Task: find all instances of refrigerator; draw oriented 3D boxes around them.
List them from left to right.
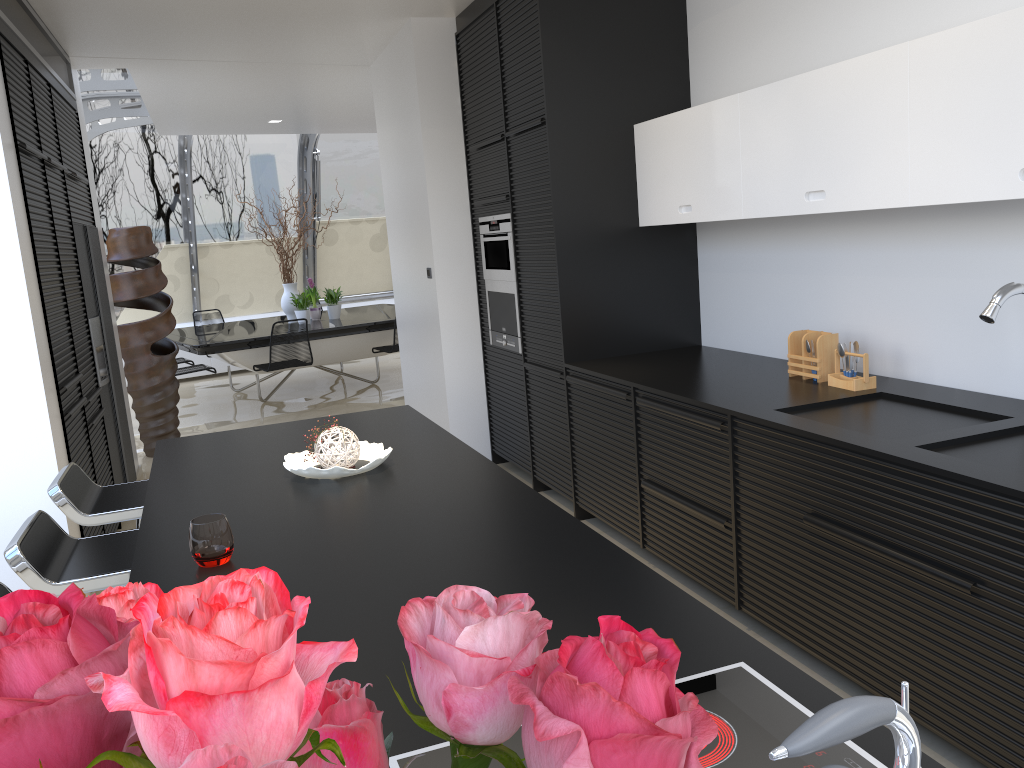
[{"bbox_3d":[-2.647,-0.110,5.574,0.234,1.742,1.006,-8,10,-18],"label":"refrigerator"}]

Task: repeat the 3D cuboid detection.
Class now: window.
[{"bbox_3d":[2.524,-1.342,7.288,16.171,3.674,16.693,-9,11,-25],"label":"window"}]

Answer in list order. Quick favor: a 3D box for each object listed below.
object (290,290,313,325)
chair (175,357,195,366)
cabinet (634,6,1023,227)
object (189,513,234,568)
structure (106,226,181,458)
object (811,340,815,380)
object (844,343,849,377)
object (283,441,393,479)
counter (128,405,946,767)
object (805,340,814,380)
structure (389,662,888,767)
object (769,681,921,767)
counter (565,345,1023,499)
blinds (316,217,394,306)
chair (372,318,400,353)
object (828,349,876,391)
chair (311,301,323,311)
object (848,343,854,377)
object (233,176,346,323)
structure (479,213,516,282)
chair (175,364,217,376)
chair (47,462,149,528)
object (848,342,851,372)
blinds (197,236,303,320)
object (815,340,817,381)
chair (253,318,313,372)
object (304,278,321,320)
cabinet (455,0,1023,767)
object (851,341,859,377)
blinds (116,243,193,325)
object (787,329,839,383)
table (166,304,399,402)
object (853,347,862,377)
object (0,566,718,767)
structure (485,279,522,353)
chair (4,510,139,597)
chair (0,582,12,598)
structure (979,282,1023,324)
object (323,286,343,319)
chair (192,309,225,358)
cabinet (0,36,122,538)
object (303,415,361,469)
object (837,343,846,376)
[{"bbox_3d":[-2.248,-0.825,9.504,0.284,0.369,0.215,-4,10,6],"label":"object"},{"bbox_3d":[-3.868,-0.416,9.597,0.688,0.519,0.446,-11,11,-31],"label":"chair"},{"bbox_3d":[1.432,-0.851,2.896,0.343,0.515,3.741,-8,10,-19],"label":"cabinet"},{"bbox_3d":[-0.684,0.357,2.016,0.095,0.106,0.095,-8,10,-20],"label":"object"},{"bbox_3d":[-2.928,-0.324,7.103,0.493,1.843,0.498,-8,10,-20],"label":"structure"},{"bbox_3d":[1.219,-0.081,3.574,0.020,0.196,0.018,-4,10,4],"label":"object"},{"bbox_3d":[1.299,-0.062,3.431,0.020,0.196,0.018,-6,10,-8],"label":"object"},{"bbox_3d":[-0.544,0.250,2.796,0.334,0.078,0.329,-11,11,-31],"label":"object"},{"bbox_3d":[-0.276,0.413,1.852,1.006,0.018,3.800,-8,10,-19],"label":"counter"},{"bbox_3d":[1.206,-0.085,3.584,0.042,0.192,0.040,1,11,32],"label":"object"},{"bbox_3d":[0.204,0.529,0.991,0.562,0.041,0.640,-8,10,-19],"label":"structure"},{"bbox_3d":[0.309,0.410,0.837,0.221,0.230,0.221,-3,10,13],"label":"object"},{"bbox_3d":[1.278,0.098,2.975,0.804,0.025,3.738,-8,10,-19],"label":"counter"},{"bbox_3d":[-2.222,-1.764,12.799,1.376,1.214,0.387,-11,11,-31],"label":"blinds"},{"bbox_3d":[-1.145,-0.577,9.231,0.446,0.519,0.688,-11,11,-31],"label":"chair"},{"bbox_3d":[1.300,-0.042,3.394,0.100,0.170,0.173,-8,10,-16],"label":"object"},{"bbox_3d":[-2.497,-0.824,11.339,0.446,0.519,0.688,-11,11,-31],"label":"chair"},{"bbox_3d":[1.307,-0.062,3.425,0.019,0.196,0.022,-10,11,-29],"label":"object"},{"bbox_3d":[-2.327,-1.448,9.668,1.135,1.549,1.031,-13,12,-39],"label":"object"},{"bbox_3d":[-0.091,-0.822,5.363,0.061,0.388,0.592,-8,10,-18],"label":"structure"},{"bbox_3d":[-3.371,-0.325,8.822,0.688,0.519,0.446,-11,11,-31],"label":"chair"},{"bbox_3d":[-1.321,0.697,3.185,0.460,0.857,0.418,-8,10,-18],"label":"chair"},{"bbox_3d":[1.312,-0.066,3.447,0.023,0.196,0.018,-9,10,-23],"label":"object"},{"bbox_3d":[-3.525,-1.432,12.036,1.430,1.027,0.329,-11,11,-31],"label":"blinds"},{"bbox_3d":[1.226,-0.081,3.566,0.019,0.196,0.022,-8,10,-17],"label":"object"},{"bbox_3d":[-2.216,-0.376,8.567,0.446,0.519,0.688,-11,11,-31],"label":"chair"},{"bbox_3d":[-2.296,-0.975,10.110,0.238,0.476,0.417,-5,10,-4],"label":"object"},{"bbox_3d":[0.992,-0.592,3.535,0.831,2.901,5.157,-8,10,-19],"label":"cabinet"},{"bbox_3d":[1.330,-0.072,3.453,0.042,0.192,0.040,-2,10,18],"label":"object"},{"bbox_3d":[-5.014,-0.657,11.365,1.829,2.118,0.663,-11,11,-31],"label":"blinds"},{"bbox_3d":[1.230,-0.102,3.627,0.104,0.223,0.200,-8,10,-18],"label":"object"},{"bbox_3d":[-2.294,-0.338,10.032,3.031,0.759,2.494,-11,11,-31],"label":"table"},{"bbox_3d":[1.328,-0.055,3.427,0.044,0.178,0.019,2,12,36],"label":"object"},{"bbox_3d":[-0.081,0.348,0.302,0.350,0.596,0.327,-7,10,-12],"label":"object"},{"bbox_3d":[-0.055,-0.424,5.431,0.023,0.420,0.592,-8,10,-18],"label":"structure"},{"bbox_3d":[-1.113,0.783,2.574,0.460,0.857,0.418,-8,10,-18],"label":"chair"},{"bbox_3d":[-0.920,0.864,2.009,0.460,0.857,0.418,-8,10,-18],"label":"chair"},{"bbox_3d":[1.504,-0.033,2.617,0.248,0.536,0.115,-8,10,-20],"label":"structure"},{"bbox_3d":[-1.996,-0.913,9.902,0.284,0.369,0.215,-4,10,1],"label":"object"},{"bbox_3d":[-3.568,-0.624,10.675,0.446,0.519,0.688,-11,11,-31],"label":"chair"},{"bbox_3d":[-2.765,-0.326,4.867,0.831,2.558,2.252,-8,10,-17],"label":"cabinet"},{"bbox_3d":[-0.557,0.189,2.795,0.190,0.191,0.165,-3,10,9],"label":"object"},{"bbox_3d":[1.284,-0.065,3.438,0.042,0.192,0.040,-1,10,19],"label":"object"}]
